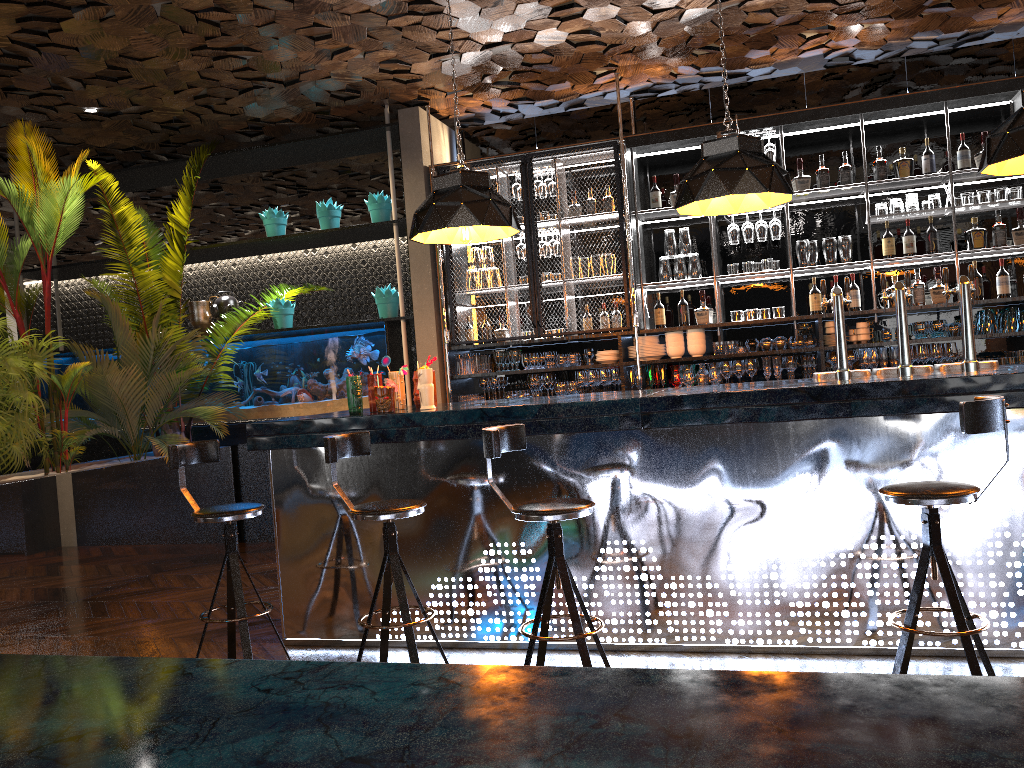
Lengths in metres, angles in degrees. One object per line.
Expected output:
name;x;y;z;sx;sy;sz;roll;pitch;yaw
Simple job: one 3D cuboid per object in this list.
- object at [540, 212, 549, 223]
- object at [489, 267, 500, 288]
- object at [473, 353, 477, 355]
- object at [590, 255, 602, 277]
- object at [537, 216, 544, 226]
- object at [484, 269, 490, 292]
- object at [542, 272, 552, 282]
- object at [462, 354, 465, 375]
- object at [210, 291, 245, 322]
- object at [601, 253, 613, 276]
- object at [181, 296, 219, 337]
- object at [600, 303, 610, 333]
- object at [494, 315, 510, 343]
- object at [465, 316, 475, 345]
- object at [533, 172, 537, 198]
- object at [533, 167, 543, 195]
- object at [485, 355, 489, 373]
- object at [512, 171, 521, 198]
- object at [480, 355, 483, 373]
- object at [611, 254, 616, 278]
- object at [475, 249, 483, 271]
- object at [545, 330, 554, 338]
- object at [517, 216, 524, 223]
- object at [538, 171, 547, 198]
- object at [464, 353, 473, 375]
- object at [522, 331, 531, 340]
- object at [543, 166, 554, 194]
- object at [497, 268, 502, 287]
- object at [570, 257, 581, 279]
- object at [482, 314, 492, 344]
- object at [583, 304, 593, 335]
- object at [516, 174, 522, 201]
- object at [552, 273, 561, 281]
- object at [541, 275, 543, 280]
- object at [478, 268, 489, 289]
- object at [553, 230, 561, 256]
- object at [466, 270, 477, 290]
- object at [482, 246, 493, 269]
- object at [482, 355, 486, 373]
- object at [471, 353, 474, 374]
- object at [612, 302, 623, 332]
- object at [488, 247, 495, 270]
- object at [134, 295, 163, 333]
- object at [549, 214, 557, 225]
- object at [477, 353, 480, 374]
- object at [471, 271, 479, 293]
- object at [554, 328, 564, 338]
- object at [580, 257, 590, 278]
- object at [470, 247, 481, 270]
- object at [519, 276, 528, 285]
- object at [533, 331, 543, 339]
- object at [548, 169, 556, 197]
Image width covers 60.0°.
object;0.268;-1.369;7.287;0.077;0.080;0.077;-5;1;-38
object;-0.153;-0.892;7.478;0.092;0.182;0.092;-4;1;12
object;-0.325;-0.173;7.539;0.067;0.174;0.067;-5;1;-23
object;0.685;-0.954;7.212;0.092;0.182;0.092;-4;1;12
object;0.233;-1.369;7.455;0.077;0.080;0.077;-5;1;-18
object;-0.225;-0.888;7.611;0.092;0.182;0.092;-4;1;12
object;0.290;-0.873;7.273;0.077;0.080;0.077;-4;1;12
object;-0.419;-0.165;7.460;0.067;0.174;0.067;-5;1;-33
object;-2.650;-0.718;8.240;0.290;0.292;0.278;-5;1;-36
object;0.769;-0.960;7.165;0.092;0.182;0.092;-4;1;12
object;-2.958;-0.617;8.432;0.232;0.398;0.378;-5;1;-43
object;0.759;-0.534;7.265;0.075;0.260;0.075;-5;1;-24
object;-0.080;-0.462;7.478;0.108;0.244;0.108;-4;1;30
object;-0.367;-0.450;7.582;0.075;0.261;0.075;-5;1;-24
object;0.170;-1.661;7.442;0.081;0.213;0.081;-4;1;22
object;0.211;-1.663;7.279;0.081;0.213;0.081;-4;1;22
object;-0.227;-0.168;7.503;0.051;0.152;0.058;-4;1;43
object;0.037;-1.650;7.331;0.081;0.213;0.081;-4;1;22
object;-0.269;-0.164;7.390;0.058;0.152;0.051;-4;1;21
object;0.806;-0.964;7.252;0.092;0.182;0.092;-4;1;12
object;-0.288;-1.066;7.625;0.092;0.182;0.092;-4;1;12
object;0.316;-0.410;7.394;0.077;0.080;0.077;-5;1;-18
object;0.065;-1.355;7.415;0.077;0.080;0.077;-4;1;7
object;0.252;-1.667;7.417;0.081;0.213;0.081;-4;1;22
object;-0.364;-0.168;7.376;0.067;0.174;0.067;-5;1;-34
object;0.122;-0.395;7.376;0.077;0.080;0.077;-5;1;-34
object;0.297;-1.669;7.253;0.081;0.213;0.081;-4;1;22
object;-0.136;-0.894;7.574;0.092;0.182;0.092;-4;1;12
object;0.519;-0.941;7.238;0.092;0.182;0.092;-4;1;12
object;-0.215;-0.462;7.508;0.075;0.260;0.075;-5;1;-39
object;0.622;-0.523;7.283;0.075;0.261;0.075;-5;1;-24
object;0.078;-1.654;7.469;0.081;0.213;0.081;-4;1;22
object;0.374;-0.881;7.412;0.077;0.080;0.077;-4;1;12
object;0.272;-0.873;7.436;0.077;0.080;0.077;-5;1;-19
object;-0.246;-0.885;7.517;0.092;0.182;0.092;-4;1;12
object;0.377;-1.175;7.396;0.081;0.213;0.081;-4;1;22
object;-0.345;-0.878;7.547;0.092;0.182;0.092;-4;1;12
object;-0.212;-1.071;7.508;0.092;0.182;0.092;-4;1;12
object;-0.247;-0.166;7.447;0.058;0.152;0.051;-5;1;-22
object;-0.349;-0.170;7.452;0.067;0.174;0.067;-4;1;42
object;0.852;-0.540;7.215;0.075;0.260;0.075;-5;1;-24
object;-0.193;-1.073;7.585;0.092;0.182;0.092;-4;1;12
object;-3.419;-0.617;8.568;0.458;0.472;0.250;-4;1;44
object;0.339;-1.376;7.433;0.077;0.080;0.077;-5;1;-38
object;-0.301;-0.175;7.622;0.067;0.174;0.067;-5;1;-33
object;-0.325;-0.881;7.648;0.092;0.182;0.092;-4;1;12
object;0.389;-0.415;7.315;0.077;0.080;0.077;-4;1;5
object;0.601;-0.949;7.318;0.092;0.182;0.092;-4;1;12
object;-0.311;-1.063;7.530;0.092;0.182;0.092;-4;1;12
object;0.101;-0.860;7.426;0.077;0.080;0.077;-4;1;29
object;0.218;-0.402;7.334;0.077;0.080;0.077;-4;1;2
object;0.339;-1.674;7.391;0.081;0.213;0.081;-4;1;22
